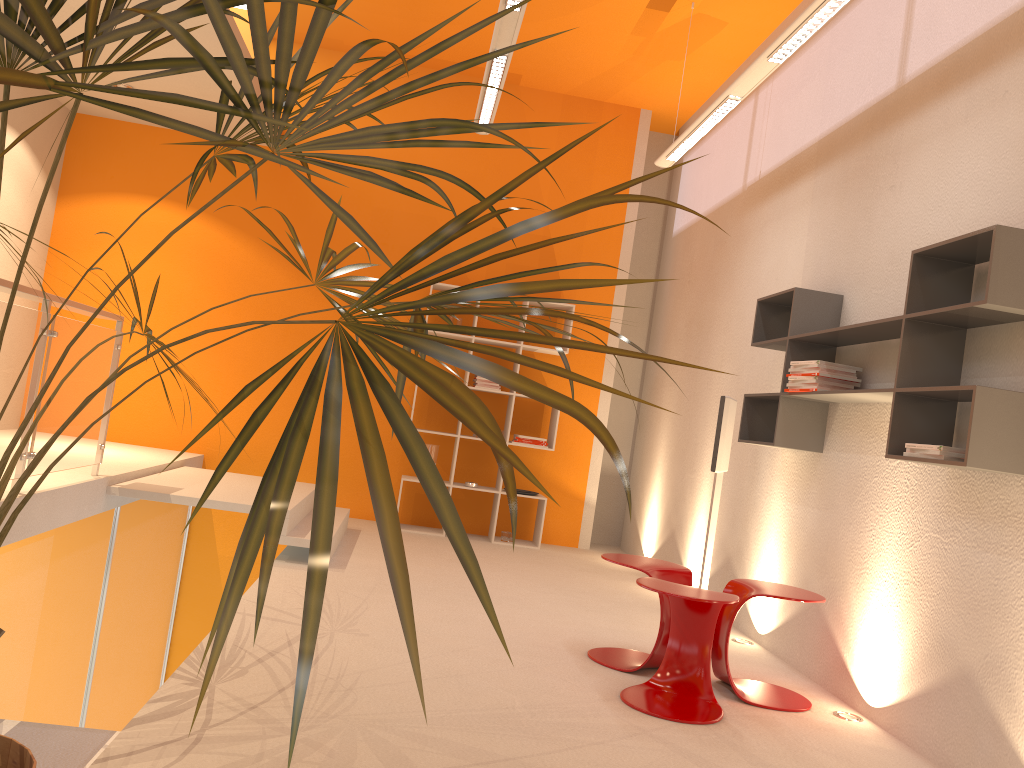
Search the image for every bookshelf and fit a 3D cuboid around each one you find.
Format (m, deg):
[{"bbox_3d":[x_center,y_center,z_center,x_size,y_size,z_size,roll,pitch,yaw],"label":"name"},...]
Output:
[{"bbox_3d":[1.473,0.567,3.146,0.322,2.145,3.370,9,-2,-4],"label":"bookshelf"},{"bbox_3d":[0.499,1.647,6.422,3.516,4.600,1.107,6,-3,41],"label":"bookshelf"}]

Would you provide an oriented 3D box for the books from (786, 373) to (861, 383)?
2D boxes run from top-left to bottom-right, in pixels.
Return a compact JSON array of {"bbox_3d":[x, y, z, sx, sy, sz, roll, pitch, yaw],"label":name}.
[{"bbox_3d":[1.447,-0.027,4.131,0.210,0.013,0.297,9,-2,-11],"label":"books"}]

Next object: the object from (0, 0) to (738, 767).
[{"bbox_3d":[-1.225,0.055,2.318,3.098,2.600,3.241,8,-2,2],"label":"object"}]

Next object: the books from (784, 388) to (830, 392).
[{"bbox_3d":[1.437,0.044,4.128,0.210,0.013,0.297,9,-2,-11],"label":"books"}]

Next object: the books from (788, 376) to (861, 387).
[{"bbox_3d":[1.454,-0.011,4.135,0.230,0.017,0.227,9,-3,-16],"label":"books"}]

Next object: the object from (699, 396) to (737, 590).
[{"bbox_3d":[1.160,0.722,5.149,0.116,1.317,0.111,9,-2,-10],"label":"object"}]

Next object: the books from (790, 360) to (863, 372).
[{"bbox_3d":[1.464,-0.081,4.138,0.230,0.017,0.227,9,-3,-16],"label":"books"}]

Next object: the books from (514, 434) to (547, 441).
[{"bbox_3d":[0.147,0.439,7.248,0.227,0.017,0.230,9,-2,-11],"label":"books"}]

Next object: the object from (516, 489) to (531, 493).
[{"bbox_3d":[0.072,0.885,7.286,0.178,0.020,0.178,8,-2,11],"label":"object"}]

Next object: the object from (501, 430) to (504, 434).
[{"bbox_3d":[0.853,2.134,3.568,0.190,3.502,7.694,9,-3,-17],"label":"object"}]

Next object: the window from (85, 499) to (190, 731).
[{"bbox_3d":[-1.582,2.416,6.351,2.294,4.526,1.860,9,-2,-6],"label":"window"}]

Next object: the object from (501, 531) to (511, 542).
[{"bbox_3d":[1.010,2.505,2.102,0.129,2.692,10.507,9,-2,-13],"label":"object"}]

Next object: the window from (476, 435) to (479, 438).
[{"bbox_3d":[-1.523,0.676,4.079,0.908,1.393,6.719,8,-2,13],"label":"window"}]

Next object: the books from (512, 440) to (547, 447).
[{"bbox_3d":[0.140,0.483,7.255,0.268,0.011,0.190,9,-2,-5],"label":"books"}]

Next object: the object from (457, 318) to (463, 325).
[{"bbox_3d":[-1.444,1.894,3.797,0.351,5.384,6.779,8,-2,14],"label":"object"}]

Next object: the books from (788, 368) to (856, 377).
[{"bbox_3d":[1.447,-0.052,4.146,0.190,0.015,0.254,9,-2,-15],"label":"books"}]

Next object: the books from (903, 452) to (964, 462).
[{"bbox_3d":[1.530,0.265,3.109,0.190,0.015,0.254,9,-2,-5],"label":"books"}]

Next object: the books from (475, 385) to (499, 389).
[{"bbox_3d":[-0.208,0.028,7.277,0.190,0.011,0.268,9,-2,-5],"label":"books"}]

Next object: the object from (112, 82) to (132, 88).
[{"bbox_3d":[-2.781,-2.146,6.334,0.143,0.059,0.143,10,-3,-34],"label":"object"}]

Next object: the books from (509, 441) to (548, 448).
[{"bbox_3d":[0.135,0.494,7.255,0.296,0.013,0.210,9,-2,-6],"label":"books"}]

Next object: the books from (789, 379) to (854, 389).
[{"bbox_3d":[1.438,0.003,4.135,0.190,0.015,0.254,9,-2,-10],"label":"books"}]

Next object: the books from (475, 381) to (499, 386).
[{"bbox_3d":[-0.208,0.000,7.280,0.190,0.015,0.254,9,-2,-5],"label":"books"}]

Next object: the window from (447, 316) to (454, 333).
[{"bbox_3d":[-1.543,1.830,2.803,0.481,5.399,8.922,8,-2,6],"label":"window"}]

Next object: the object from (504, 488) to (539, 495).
[{"bbox_3d":[0.075,0.887,7.283,0.294,0.020,0.294,7,-3,33],"label":"object"}]

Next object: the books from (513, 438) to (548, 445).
[{"bbox_3d":[0.152,0.472,7.258,0.254,0.015,0.190,9,-2,-10],"label":"books"}]

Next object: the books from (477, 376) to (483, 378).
[{"bbox_3d":[-0.197,-0.042,7.280,0.190,0.011,0.268,9,-2,-5],"label":"books"}]

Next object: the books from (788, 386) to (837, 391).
[{"bbox_3d":[1.438,0.032,4.133,0.190,0.011,0.268,9,-2,-10],"label":"books"}]

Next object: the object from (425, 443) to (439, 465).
[{"bbox_3d":[-0.676,0.637,7.216,0.129,0.291,0.129,7,-3,22],"label":"object"}]

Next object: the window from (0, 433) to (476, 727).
[{"bbox_3d":[-1.926,2.293,5.528,0.993,4.599,4.234,7,-3,26],"label":"window"}]

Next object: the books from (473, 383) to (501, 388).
[{"bbox_3d":[-0.208,0.015,7.287,0.190,0.015,0.254,9,-2,-10],"label":"books"}]

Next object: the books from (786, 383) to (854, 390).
[{"bbox_3d":[1.437,0.019,4.143,0.190,0.015,0.254,9,-2,-15],"label":"books"}]

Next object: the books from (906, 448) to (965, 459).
[{"bbox_3d":[1.529,0.250,3.102,0.190,0.015,0.254,8,-2,0],"label":"books"}]

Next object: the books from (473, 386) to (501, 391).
[{"bbox_3d":[-0.210,0.040,7.273,0.210,0.013,0.296,9,-2,-6],"label":"books"}]

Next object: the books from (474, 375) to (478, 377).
[{"bbox_3d":[-0.198,-0.055,7.290,0.190,0.015,0.254,9,-2,-10],"label":"books"}]

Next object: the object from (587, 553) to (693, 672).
[{"bbox_3d":[0.576,1.024,3.966,0.391,0.450,0.420,10,-3,-36],"label":"object"}]

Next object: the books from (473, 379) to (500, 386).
[{"bbox_3d":[-0.192,-0.014,7.279,0.230,0.017,0.227,9,-2,-11],"label":"books"}]

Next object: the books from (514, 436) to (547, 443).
[{"bbox_3d":[0.146,0.456,7.261,0.254,0.015,0.190,9,-2,-5],"label":"books"}]

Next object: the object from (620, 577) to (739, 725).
[{"bbox_3d":[0.648,1.011,3.420,0.391,0.450,0.420,7,-3,24],"label":"object"}]

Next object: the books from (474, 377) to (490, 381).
[{"bbox_3d":[-0.199,-0.030,7.276,0.210,0.013,0.296,9,-2,-6],"label":"books"}]

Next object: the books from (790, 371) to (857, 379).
[{"bbox_3d":[1.449,-0.039,4.136,0.190,0.011,0.268,9,-2,-10],"label":"books"}]

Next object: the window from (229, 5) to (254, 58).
[{"bbox_3d":[-1.994,-2.566,6.433,0.006,0.660,1.860,9,-2,-6],"label":"window"}]

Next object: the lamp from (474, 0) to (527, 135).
[{"bbox_3d":[0.051,-2.180,4.223,0.120,1.052,3.195,9,-2,-6],"label":"lamp"}]

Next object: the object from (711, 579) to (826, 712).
[{"bbox_3d":[1.074,1.088,3.744,0.420,0.450,0.391,9,-2,-6],"label":"object"}]

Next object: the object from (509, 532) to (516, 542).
[{"bbox_3d":[1.175,2.478,0.800,0.102,2.685,13.193,9,-2,-12],"label":"object"}]

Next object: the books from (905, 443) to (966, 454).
[{"bbox_3d":[1.544,0.236,3.100,0.230,0.017,0.227,9,-2,-6],"label":"books"}]

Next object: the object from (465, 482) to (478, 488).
[{"bbox_3d":[-0.329,0.816,7.183,0.105,0.035,0.106,7,-3,37],"label":"object"}]

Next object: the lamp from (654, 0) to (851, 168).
[{"bbox_3d":[1.259,-1.996,4.355,0.120,1.052,3.195,9,-2,-6],"label":"lamp"}]

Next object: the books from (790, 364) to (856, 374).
[{"bbox_3d":[1.448,-0.067,4.138,0.190,0.015,0.254,9,-2,-10],"label":"books"}]
